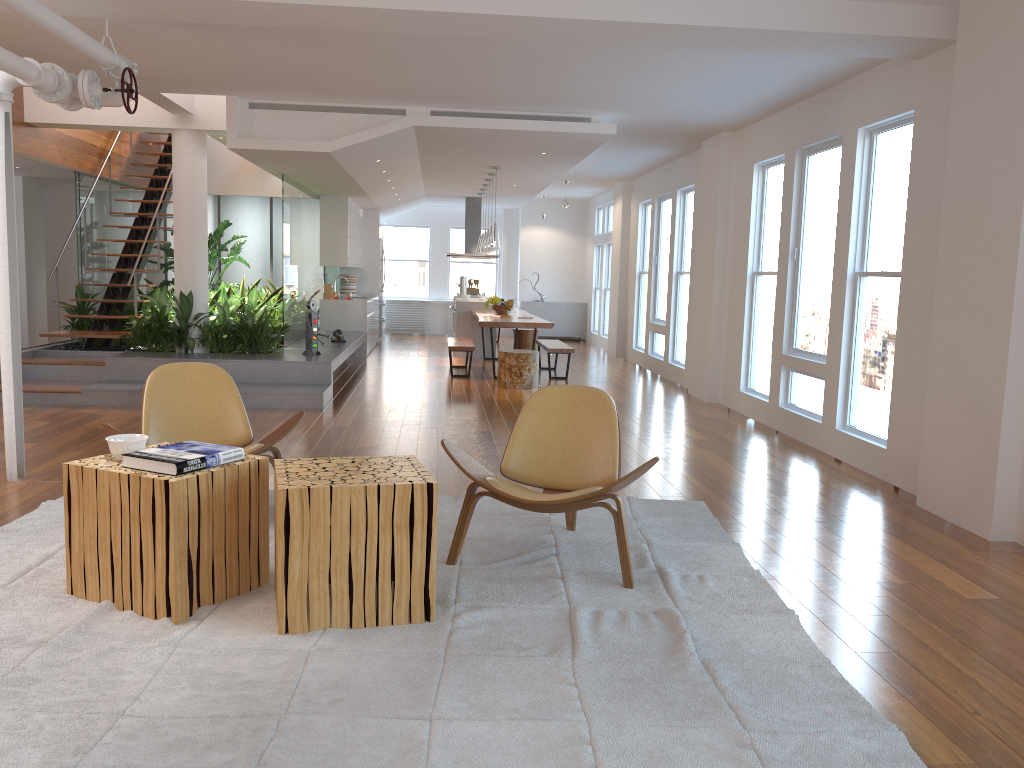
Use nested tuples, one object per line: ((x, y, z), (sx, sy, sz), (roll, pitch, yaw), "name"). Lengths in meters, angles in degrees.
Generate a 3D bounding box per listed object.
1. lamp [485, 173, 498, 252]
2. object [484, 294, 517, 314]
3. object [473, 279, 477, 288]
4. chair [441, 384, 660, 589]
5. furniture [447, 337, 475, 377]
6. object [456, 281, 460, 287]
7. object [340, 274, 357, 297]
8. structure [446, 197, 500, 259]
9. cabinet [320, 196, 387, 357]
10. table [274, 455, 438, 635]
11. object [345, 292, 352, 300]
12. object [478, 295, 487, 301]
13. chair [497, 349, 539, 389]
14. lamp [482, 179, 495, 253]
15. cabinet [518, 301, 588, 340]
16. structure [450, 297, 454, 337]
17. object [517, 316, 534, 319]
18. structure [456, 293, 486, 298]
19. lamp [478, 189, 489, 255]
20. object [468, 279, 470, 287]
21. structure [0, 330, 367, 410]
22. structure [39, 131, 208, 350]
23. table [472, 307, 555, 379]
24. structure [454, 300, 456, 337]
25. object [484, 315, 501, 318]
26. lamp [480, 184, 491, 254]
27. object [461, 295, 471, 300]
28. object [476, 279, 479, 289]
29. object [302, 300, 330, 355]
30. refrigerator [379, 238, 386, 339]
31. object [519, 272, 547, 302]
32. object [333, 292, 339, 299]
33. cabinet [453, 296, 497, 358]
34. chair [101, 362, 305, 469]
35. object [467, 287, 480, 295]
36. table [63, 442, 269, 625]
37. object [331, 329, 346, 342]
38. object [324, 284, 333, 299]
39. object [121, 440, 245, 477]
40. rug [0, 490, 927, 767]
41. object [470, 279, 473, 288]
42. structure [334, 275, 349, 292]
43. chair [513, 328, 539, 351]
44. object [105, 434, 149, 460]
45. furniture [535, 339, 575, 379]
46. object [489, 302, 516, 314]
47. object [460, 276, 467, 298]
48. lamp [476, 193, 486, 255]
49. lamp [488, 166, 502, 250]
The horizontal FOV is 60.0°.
((-0.259, -2.247, 11.442), (0.160, 1.060, 0.160), (5, 8, 22), "lamp")
((-0.157, -1.098, 12.178), (0.394, 0.284, 0.292), (-4, 9, -40), "object")
((-0.658, -1.723, 15.856), (0.068, 0.298, 0.039), (1, 7, -5), "object")
((0.227, 0.432, 3.864), (0.867, 0.752, 0.856), (-5, 10, -44), "chair")
((-0.659, -0.341, 11.218), (0.316, 0.389, 1.433), (1, 7, -5), "furniture")
((-0.913, -1.714, 15.851), (0.199, 0.259, 0.016), (2, 7, 5), "object")
((-2.672, -1.605, 14.471), (0.267, 0.356, 0.266), (4, 8, 21), "object")
((-0.667, -2.865, 15.239), (0.909, 1.405, 0.900), (1, 7, -5), "structure")
((-2.591, -1.798, 14.909), (0.676, 2.280, 4.565), (1, 7, -5), "cabinet")
((-0.600, 0.585, 3.324), (0.548, 0.534, 0.489), (0, 7, -16), "table")
((-2.381, -1.280, 12.902), (0.094, 0.106, 0.094), (2, 7, 1), "object")
((-0.447, -1.300, 13.462), (0.152, 0.082, 0.152), (-5, 10, -44), "object")
((0.069, -0.170, 9.946), (0.460, 0.400, 0.460), (2, 7, 5), "chair")
((-0.318, -2.338, 12.157), (0.160, 1.060, 0.160), (5, 8, 22), "lamp")
((0.787, -1.242, 17.346), (1.309, 0.725, 0.420), (1, 7, -5), "cabinet")
((-0.763, -1.125, 15.468), (0.649, 0.735, 0.890), (1, 7, -5), "structure")
((0.174, -0.838, 11.190), (0.222, 0.020, 0.222), (0, 7, -13), "object")
((-0.710, -1.548, 15.430), (0.520, 0.073, 0.650), (1, 7, -5), "structure")
((-0.438, -2.520, 13.586), (0.160, 1.060, 0.160), (5, 8, 22), "lamp")
((-0.757, -1.728, 15.864), (0.061, 0.299, 0.040), (1, 7, -7), "object")
((-3.454, -0.326, 10.556), (3.088, 0.386, 5.584), (1, 7, -5), "structure")
((-3.659, -2.482, 10.935), (2.552, 4.265, 4.591), (1, 7, -5), "structure")
((-0.202, -0.740, 13.233), (0.893, 0.704, 5.996), (1, 7, -5), "table")
((-0.892, -0.995, 14.046), (0.072, 0.648, 0.644), (1, 7, -5), "structure")
((-0.250, -0.851, 11.201), (0.222, 0.020, 0.222), (7, 9, 35), "object")
((-0.378, -2.429, 12.871), (0.160, 1.060, 0.160), (5, 8, 22), "lamp")
((-0.706, -1.321, 13.563), (0.152, 0.082, 0.152), (7, 9, 34), "object")
((-0.622, -1.725, 15.877), (0.057, 0.294, 0.030), (1, 7, -5), "object")
((-1.999, -0.575, 9.088), (0.318, 0.565, 0.134), (6, 8, 31), "object")
((-2.604, -1.677, 15.674), (0.725, 1.772, 0.908), (1, 7, -5), "refrigerator")
((0.426, -1.883, 17.190), (0.590, 0.563, 0.210), (-3, 9, -33), "object")
((-2.566, -1.289, 12.932), (0.094, 0.106, 0.094), (2, 7, 1), "object")
((-0.649, -0.985, 14.577), (0.597, 0.832, 2.936), (1, 7, -5), "cabinet")
((-1.477, 0.311, 4.432), (0.856, 0.752, 0.867), (2, 7, 0), "chair")
((-0.759, -1.648, 15.864), (0.353, 0.157, 0.084), (1, 7, -5), "object")
((-1.314, 0.554, 3.410), (0.548, 0.534, 0.489), (5, 8, 25), "table")
((-2.131, -0.591, 10.811), (0.216, 0.155, 0.181), (-4, 9, -40), "object")
((-2.727, -1.379, 13.181), (0.104, 0.222, 0.200), (1, 7, -5), "object")
((-1.225, 0.275, 3.317), (0.279, 0.048, 0.334), (5, 8, 26), "object")
((-0.656, 0.810, 3.323), (3.525, 0.057, 3.478), (2, 7, -1), "rug")
((-0.721, -1.725, 15.848), (0.057, 0.299, 0.019), (1, 7, -5), "object")
((-2.686, -1.441, 13.930), (0.248, 0.536, 0.115), (1, 7, -5), "structure")
((0.199, -0.588, 13.156), (0.396, 0.455, 0.402), (0, 7, -15), "chair")
((-1.464, 0.244, 3.378), (0.152, 0.082, 0.152), (-5, 10, -44), "object")
((0.530, -0.319, 11.320), (0.316, 0.389, 1.433), (1, 7, -5), "furniture")
((-0.132, -1.033, 12.174), (0.360, 0.159, 0.360), (-5, 9, -41), "object")
((-0.810, -1.634, 14.948), (0.120, 0.356, 0.172), (8, 10, 43), "object")
((-0.498, -2.611, 14.301), (0.160, 1.060, 0.160), (5, 8, 22), "lamp")
((-0.199, -2.156, 10.727), (0.160, 1.060, 0.160), (5, 8, 22), "lamp")
